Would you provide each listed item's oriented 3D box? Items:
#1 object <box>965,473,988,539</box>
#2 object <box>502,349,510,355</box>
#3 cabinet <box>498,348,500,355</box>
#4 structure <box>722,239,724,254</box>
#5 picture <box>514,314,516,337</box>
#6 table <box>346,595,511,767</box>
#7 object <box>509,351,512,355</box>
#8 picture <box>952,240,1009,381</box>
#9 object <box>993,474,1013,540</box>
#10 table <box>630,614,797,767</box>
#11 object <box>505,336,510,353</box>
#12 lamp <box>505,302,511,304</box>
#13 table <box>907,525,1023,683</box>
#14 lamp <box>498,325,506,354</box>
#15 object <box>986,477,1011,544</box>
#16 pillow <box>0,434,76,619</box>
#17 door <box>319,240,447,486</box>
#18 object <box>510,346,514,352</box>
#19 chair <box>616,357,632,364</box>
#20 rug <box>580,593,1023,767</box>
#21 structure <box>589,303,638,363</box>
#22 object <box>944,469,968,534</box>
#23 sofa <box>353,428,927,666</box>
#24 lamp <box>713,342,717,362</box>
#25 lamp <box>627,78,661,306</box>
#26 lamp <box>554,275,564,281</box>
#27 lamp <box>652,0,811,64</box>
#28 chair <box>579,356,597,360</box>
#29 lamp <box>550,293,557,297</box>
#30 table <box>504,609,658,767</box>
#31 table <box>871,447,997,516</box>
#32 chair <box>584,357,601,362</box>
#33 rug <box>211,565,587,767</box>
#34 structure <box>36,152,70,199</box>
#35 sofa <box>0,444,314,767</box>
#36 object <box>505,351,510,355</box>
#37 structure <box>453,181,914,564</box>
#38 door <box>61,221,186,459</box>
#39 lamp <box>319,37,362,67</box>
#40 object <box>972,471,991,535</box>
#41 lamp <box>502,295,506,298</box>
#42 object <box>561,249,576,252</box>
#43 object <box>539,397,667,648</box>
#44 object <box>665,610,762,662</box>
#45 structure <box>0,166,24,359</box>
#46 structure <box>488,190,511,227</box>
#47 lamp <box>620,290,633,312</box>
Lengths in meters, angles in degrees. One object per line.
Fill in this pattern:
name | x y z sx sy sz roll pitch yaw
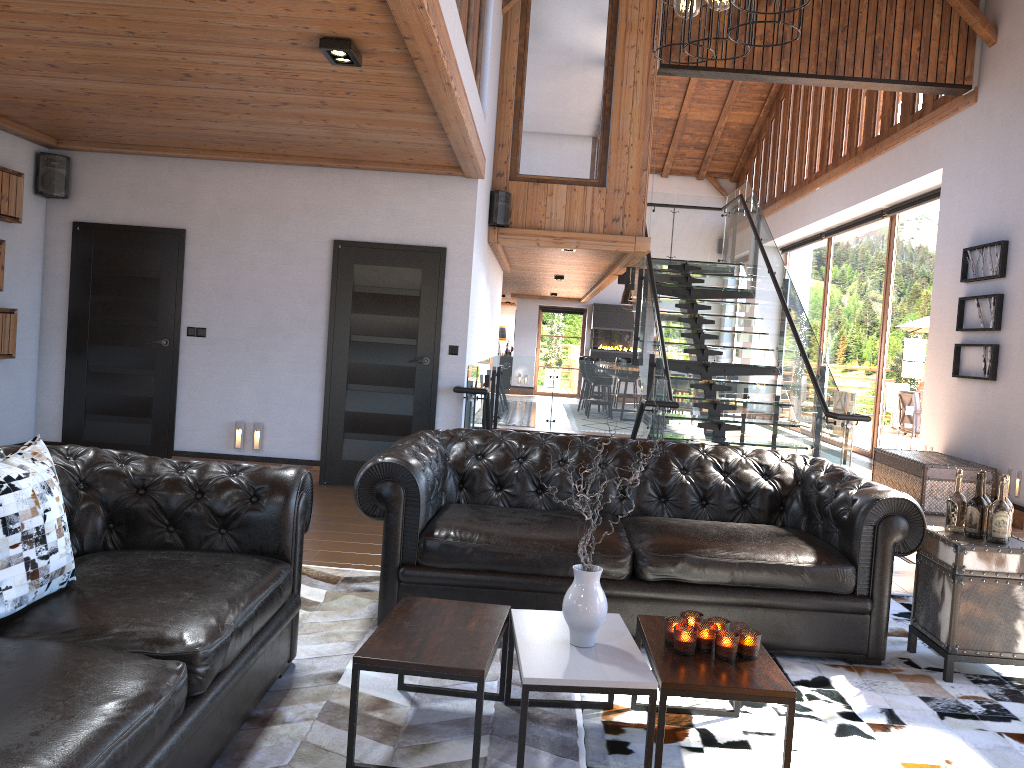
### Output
object | 2.065 0.537 3.932 0.088 0.286 0.087 3 2 -21
object | -0.147 -0.787 22.037 0.201 0.197 0.357 5 3 13
cabinet | -0.802 -0.111 16.213 0.888 1.103 4.805 4 3 2
structure | 5.007 -3.264 21.037 0.213 0.349 0.214 4 2 1
picture | 0.083 -1.433 21.887 0.020 0.781 0.563 4 2 2
table | -0.252 0.990 2.963 0.399 0.350 0.652 4 3 6
object | -0.060 -0.727 21.614 0.107 0.135 0.098 6 3 32
picture | 4.562 -0.703 8.660 0.059 1.311 0.775 4 2 2
object | 2.184 0.544 3.947 0.087 0.286 0.088 5 2 13
table | 0.639 1.053 2.948 0.400 0.350 0.651 4 3 1
object | -0.098 -0.923 21.772 0.152 0.504 0.325 4 2 1
lamp | -0.119 -2.378 25.902 0.155 0.068 0.261 4 3 1
table | 2.067 0.980 3.953 0.405 0.609 0.418 4 2 1
lamp | 0.068 -0.855 26.332 1.641 1.698 0.520 3 2 -21
object | 2.117 0.545 3.850 0.087 0.286 0.088 4 2 11
pillow | -1.446 0.379 2.530 0.283 0.469 0.529 4 3 4
door | -1.083 -0.145 7.429 0.941 2.054 0.144 4 2 0
object | -0.074 -0.821 22.088 0.210 0.270 0.287 4 3 1
chair | 2.408 -0.008 18.659 0.504 1.091 0.568 4 2 0
rug | 2.185 1.265 3.979 3.806 0.053 2.434 4 3 1
structure | 2.589 -1.034 21.018 1.444 1.648 0.433 4 2 0
object | 2.018 0.529 4.018 0.088 0.286 0.087 3 2 -22
sofa | 0.565 0.732 4.471 2.566 0.838 1.240 4 3 0
lamp | 4.666 -0.610 20.371 0.468 0.725 0.472 4 2 10
lamp | 2.565 -3.695 16.044 0.629 4.682 0.614 2 3 -44
lamp | 0.760 -1.714 14.298 0.155 0.068 0.261 4 3 1
lamp | 0.646 -1.958 2.226 0.262 2.200 0.800 4 2 -8
chair | 1.522 0.024 16.845 0.571 1.091 0.501 3 2 -15
lamp | 0.922 -1.977 19.584 0.155 0.068 0.261 4 3 1
table | 0.202 1.024 2.925 0.401 0.350 0.649 4 3 -4
table | 4.092 0.948 8.698 0.684 0.469 1.256 4 3 1
chair | 1.542 0.075 15.882 0.568 1.091 0.504 4 2 0
rug | -0.969 1.099 2.890 2.430 0.053 4.049 4 3 2
structure | -3.771 -1.706 7.280 0.213 0.349 0.214 4 2 1
sofa | -1.424 0.702 2.344 1.239 0.838 2.568 4 3 1
object | -0.109 -0.724 21.490 0.108 0.135 0.096 4 2 -9
structure | 4.054 0.655 11.294 9.208 6.394 11.036 4 3 1
door | -3.259 -0.299 7.438 0.941 2.054 0.144 4 2 0
lamp | -0.824 -1.610 4.283 0.155 0.068 0.261 4 3 1
object | 2.121 0.536 4.014 0.086 0.286 0.089 6 3 41
lamp | -0.242 -2.180 21.920 0.155 0.068 0.261 4 3 1
object | 0.614 -1.478 9.559 0.155 0.068 0.261 4 3 1
object | 0.282 0.448 2.929 0.404 0.807 0.623 4 2 12
object | 0.653 0.840 2.923 0.299 0.081 0.249 6 4 39
structure | -4.018 -0.883 6.007 0.321 1.444 1.854 4 3 2
structure | -0.125 -1.784 9.039 0.213 0.349 0.214 4 2 1
lamp | 2.613 -3.774 17.635 0.629 4.682 0.614 2 3 -44
